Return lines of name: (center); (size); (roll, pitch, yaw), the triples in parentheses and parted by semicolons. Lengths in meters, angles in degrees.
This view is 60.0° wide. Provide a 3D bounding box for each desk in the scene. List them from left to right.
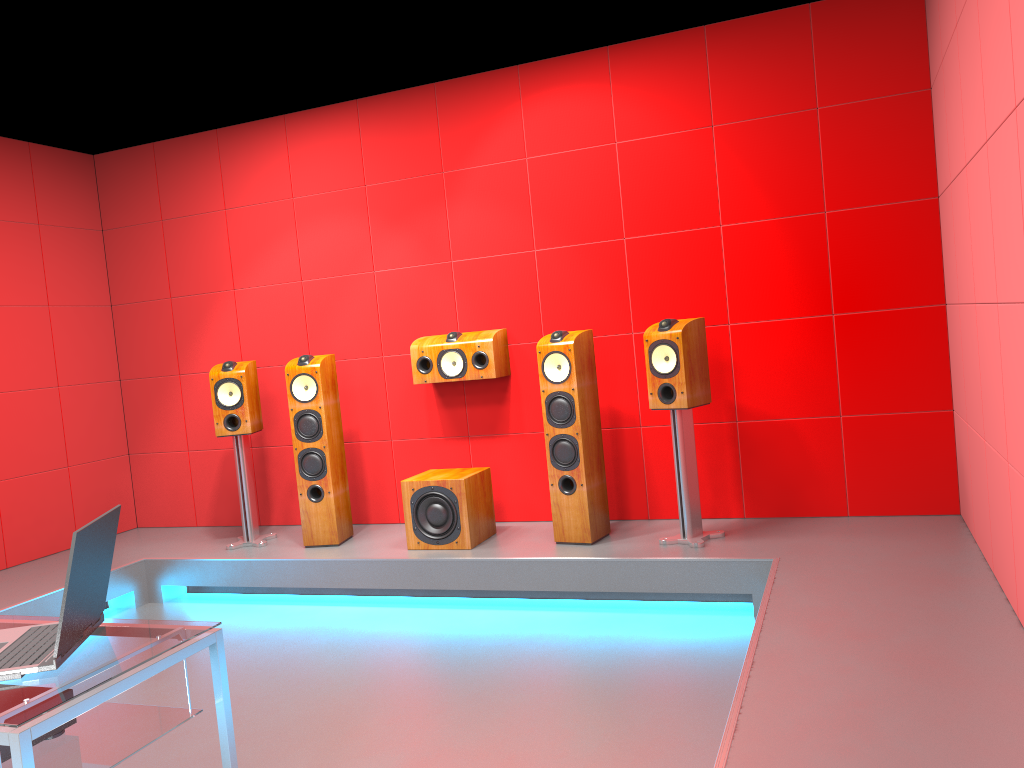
desk: (-1.490, 0.979, 2.124); (1.617, 0.690, 0.594); (-4, 3, 21)

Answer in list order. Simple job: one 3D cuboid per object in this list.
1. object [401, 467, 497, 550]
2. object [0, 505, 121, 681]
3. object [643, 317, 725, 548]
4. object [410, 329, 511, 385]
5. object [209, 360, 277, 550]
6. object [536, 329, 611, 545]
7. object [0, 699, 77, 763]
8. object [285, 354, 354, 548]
object: (-0.329, 0.651, 4.657); (0.360, 0.360, 0.360); (-4, 3, 21)
object: (-1.075, 0.457, 1.967); (0.340, 0.285, 0.342); (-6, 3, -9)
object: (0.808, 0.216, 4.194); (0.231, 1.058, 0.265); (-3, 4, 41)
object: (-0.289, -0.157, 4.919); (0.493, 0.271, 0.235); (-4, 3, 21)
object: (-1.550, 0.393, 5.096); (0.231, 1.058, 0.265); (-5, 3, 1)
object: (0.305, 0.255, 4.411); (0.203, 1.052, 0.238); (-4, 3, 31)
object: (-1.277, 0.785, 1.961); (0.435, 0.092, 0.365); (-4, 3, 21)
object: (-1.068, 0.360, 4.912); (0.203, 1.052, 0.238); (-5, 3, 11)
